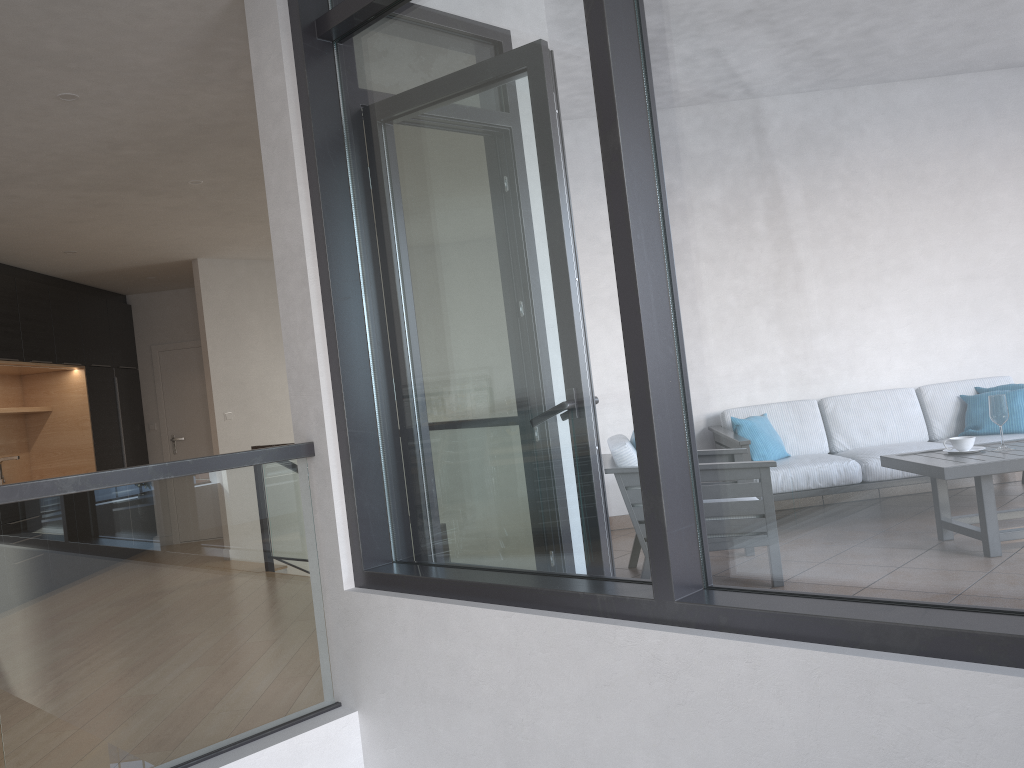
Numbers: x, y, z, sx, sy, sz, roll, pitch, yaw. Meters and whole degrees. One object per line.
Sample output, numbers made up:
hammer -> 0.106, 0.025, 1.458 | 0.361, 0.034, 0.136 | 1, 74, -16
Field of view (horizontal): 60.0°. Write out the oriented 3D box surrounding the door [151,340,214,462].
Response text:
door -> -3.250, 0.595, 9.466 | 0.974, 2.136, 0.085 | -7, -1, 0

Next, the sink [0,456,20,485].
sink -> -4.150, 0.866, 7.570 | 0.512, 0.518, 0.626 | -7, -1, 0

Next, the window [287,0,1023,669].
window -> 1.161, -0.742, 1.287 | 5.002, 2.402, 0.170 | -7, -1, 45

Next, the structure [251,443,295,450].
structure -> -0.063, 2.448, 7.208 | 4.190, 4.339, 2.823 | -7, -1, 45
